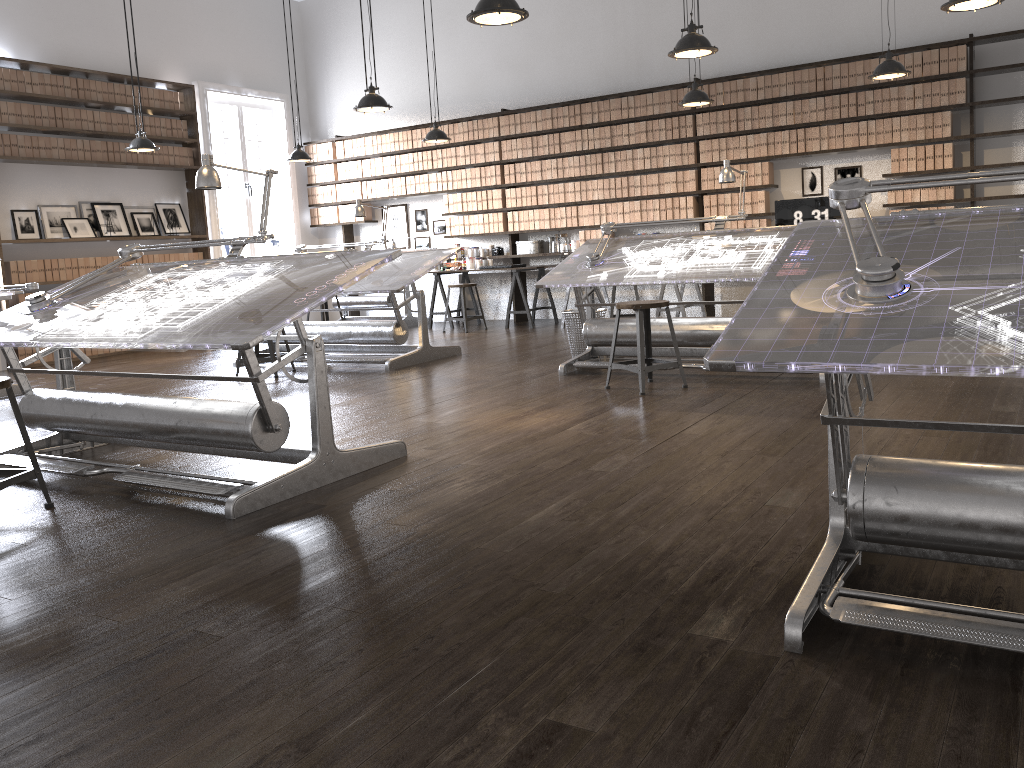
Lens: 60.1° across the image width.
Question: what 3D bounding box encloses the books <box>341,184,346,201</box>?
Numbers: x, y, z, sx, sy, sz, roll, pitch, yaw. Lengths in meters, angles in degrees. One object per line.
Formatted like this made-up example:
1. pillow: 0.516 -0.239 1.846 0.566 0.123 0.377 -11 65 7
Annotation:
1. books: -2.159 -2.514 11.635 0.067 0.224 0.175 0 8 32

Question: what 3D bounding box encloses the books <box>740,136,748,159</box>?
1. books: 2.336 -2.356 8.833 0.067 0.224 0.175 0 8 32

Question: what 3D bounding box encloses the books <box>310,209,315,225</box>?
1. books: -2.642 -2.259 11.979 0.067 0.224 0.175 0 8 32

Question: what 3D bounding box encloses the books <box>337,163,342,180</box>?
1. books: -2.202 -2.780 11.624 0.067 0.224 0.175 0 8 32

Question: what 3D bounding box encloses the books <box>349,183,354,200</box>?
1. books: -2.039 -2.511 11.562 0.067 0.224 0.175 0 8 32

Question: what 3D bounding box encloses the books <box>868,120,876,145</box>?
1. books: 3.349 -2.321 8.205 0.067 0.224 0.175 0 8 32

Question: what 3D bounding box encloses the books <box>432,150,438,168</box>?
1. books: -0.887 -2.735 10.809 0.067 0.224 0.175 0 8 32

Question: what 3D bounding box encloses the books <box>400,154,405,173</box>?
1. books: -1.313 -2.750 11.075 0.067 0.224 0.175 0 8 32

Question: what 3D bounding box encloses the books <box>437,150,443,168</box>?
1. books: -0.829 -2.732 10.767 0.067 0.224 0.175 0 8 32

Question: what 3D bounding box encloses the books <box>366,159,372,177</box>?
1. books: -1.784 -2.765 11.362 0.067 0.224 0.175 0 8 32

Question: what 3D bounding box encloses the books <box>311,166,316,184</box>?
1. books: -2.607 -2.799 11.874 0.067 0.224 0.175 0 8 32

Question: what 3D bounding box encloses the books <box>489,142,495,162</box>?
1. books: -0.191 -2.710 10.372 0.067 0.224 0.175 0 8 32

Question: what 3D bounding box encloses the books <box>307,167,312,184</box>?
1. books: -2.665 -2.802 11.914 0.067 0.224 0.175 0 8 32

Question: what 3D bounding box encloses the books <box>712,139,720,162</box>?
1. books: 2.095 -2.364 8.981 0.067 0.224 0.175 0 8 32

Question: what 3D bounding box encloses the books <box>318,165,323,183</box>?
1. books: -2.491 -2.796 11.805 0.067 0.224 0.175 0 8 32

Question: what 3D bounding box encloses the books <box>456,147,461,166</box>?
1. books: -0.593 -2.724 10.624 0.067 0.224 0.175 0 8 32

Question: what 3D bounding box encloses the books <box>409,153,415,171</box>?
1. books: -1.196 -2.744 10.994 0.067 0.224 0.175 0 8 32

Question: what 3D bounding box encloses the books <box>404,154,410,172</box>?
1. books: -1.256 -2.747 11.035 0.067 0.224 0.175 0 8 32

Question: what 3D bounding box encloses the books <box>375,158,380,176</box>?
1. books: -1.662 -2.761 11.291 0.067 0.224 0.175 0 8 32

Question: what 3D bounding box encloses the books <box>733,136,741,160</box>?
1. books: 2.278 -2.359 8.874 0.067 0.224 0.175 0 8 32

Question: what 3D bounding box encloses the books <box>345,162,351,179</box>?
1. books: -2.081 -2.775 11.545 0.067 0.224 0.175 0 8 32

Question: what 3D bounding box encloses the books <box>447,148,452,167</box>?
1. books: -0.706 -2.728 10.696 0.067 0.224 0.175 0 8 32

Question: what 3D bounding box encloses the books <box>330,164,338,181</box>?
1. books: -2.316 -2.790 11.698 0.067 0.224 0.175 0 8 32

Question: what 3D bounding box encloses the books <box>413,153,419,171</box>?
1. books: -1.135 -2.742 10.956 0.067 0.224 0.175 0 8 32

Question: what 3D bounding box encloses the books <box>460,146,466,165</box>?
1. books: -0.541 -2.722 10.589 0.067 0.224 0.175 0 8 32

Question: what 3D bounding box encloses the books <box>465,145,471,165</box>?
1. books: -0.480 -2.719 10.549 0.067 0.224 0.175 0 8 32

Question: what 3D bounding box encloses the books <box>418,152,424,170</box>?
1. books: -1.079 -2.741 10.926 0.067 0.224 0.175 0 8 32

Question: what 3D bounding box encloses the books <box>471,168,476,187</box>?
1. books: -0.409 -2.454 10.547 0.067 0.224 0.175 0 8 32

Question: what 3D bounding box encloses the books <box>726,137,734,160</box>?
1. books: 2.220 -2.361 8.912 0.067 0.224 0.175 0 8 32

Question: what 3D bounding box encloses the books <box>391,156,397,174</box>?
1. books: -1.435 -2.753 11.144 0.067 0.224 0.175 0 8 32

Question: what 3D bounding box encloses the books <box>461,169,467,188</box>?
1. books: -0.526 -2.457 10.616 0.067 0.224 0.175 0 8 32

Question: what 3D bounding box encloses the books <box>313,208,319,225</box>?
1. books: -2.581 -2.256 11.934 0.067 0.224 0.175 0 8 32

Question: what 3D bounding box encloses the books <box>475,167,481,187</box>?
1. books: -0.355 -2.451 10.508 0.067 0.224 0.175 0 8 32

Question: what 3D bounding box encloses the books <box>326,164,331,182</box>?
1. books: -2.376 -2.792 11.735 0.067 0.224 0.175 0 8 32

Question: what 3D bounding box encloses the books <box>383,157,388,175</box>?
1. books: -1.548 -2.757 11.219 0.067 0.224 0.175 0 8 32

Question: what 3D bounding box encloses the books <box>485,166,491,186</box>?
1. books: -0.235 -2.448 10.440 0.067 0.224 0.175 0 8 32

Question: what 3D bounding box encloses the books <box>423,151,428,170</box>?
1. books: -1.013 -2.739 10.888 0.067 0.224 0.175 0 8 32

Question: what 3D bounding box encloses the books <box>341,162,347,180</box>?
1. books: -2.143 -2.777 11.583 0.067 0.224 0.175 0 8 32

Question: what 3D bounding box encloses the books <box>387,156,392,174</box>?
1. books: -1.496 -2.755 11.184 0.067 0.224 0.175 0 8 32

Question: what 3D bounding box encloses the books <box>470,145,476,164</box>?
1. books: -0.418 -2.718 10.516 0.067 0.224 0.175 0 8 32

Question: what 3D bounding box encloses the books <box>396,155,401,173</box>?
1. books: -1.373 -2.751 11.110 0.067 0.224 0.175 0 8 32

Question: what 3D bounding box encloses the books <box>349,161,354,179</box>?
1. books: -2.025 -2.774 11.515 0.067 0.224 0.175 0 8 32

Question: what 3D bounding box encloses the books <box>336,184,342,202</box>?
1. books: -2.222 -2.516 11.670 0.067 0.224 0.175 0 8 32

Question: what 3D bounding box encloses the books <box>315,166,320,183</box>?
1. books: -2.545 -2.797 11.837 0.067 0.224 0.175 0 8 32

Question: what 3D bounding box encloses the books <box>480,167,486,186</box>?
1. books: -0.295 -2.450 10.477 0.067 0.224 0.175 0 8 32

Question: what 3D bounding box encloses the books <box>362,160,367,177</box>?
1. books: -1.842 -2.768 11.404 0.067 0.224 0.175 0 8 32

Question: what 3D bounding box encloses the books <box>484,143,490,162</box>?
1. books: -0.243 -2.712 10.406 0.067 0.224 0.175 0 8 32

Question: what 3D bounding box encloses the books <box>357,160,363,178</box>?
1. books: -1.909 -2.769 11.439 0.067 0.224 0.175 0 8 32

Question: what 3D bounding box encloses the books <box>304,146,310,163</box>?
1. books: -2.693 -3.075 11.886 0.067 0.224 0.175 0 8 32

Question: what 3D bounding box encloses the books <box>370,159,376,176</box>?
1. books: -1.722 -2.764 11.328 0.067 0.224 0.175 0 8 32

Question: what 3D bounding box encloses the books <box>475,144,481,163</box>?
1. books: -0.358 -2.716 10.480 0.067 0.224 0.175 0 8 32

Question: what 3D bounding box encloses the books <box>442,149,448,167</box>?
1. books: -0.767 -2.730 10.733 0.067 0.224 0.175 0 8 32

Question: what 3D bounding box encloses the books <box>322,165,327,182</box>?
1. books: -2.436 -2.793 11.766 0.067 0.224 0.175 0 8 32

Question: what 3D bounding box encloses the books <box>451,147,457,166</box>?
1. books: -0.652 -2.725 10.655 0.067 0.224 0.175 0 8 32

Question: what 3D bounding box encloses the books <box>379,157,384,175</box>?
1. books: -1.607 -2.758 11.250 0.067 0.224 0.175 0 8 32

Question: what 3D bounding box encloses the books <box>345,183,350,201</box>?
1. books: -2.097 -2.513 11.601 0.067 0.224 0.175 0 8 32

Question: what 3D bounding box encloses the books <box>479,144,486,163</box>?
1. books: -0.303 -2.713 10.438 0.067 0.224 0.175 0 8 32

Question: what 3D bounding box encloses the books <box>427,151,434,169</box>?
1. books: -0.953 -2.736 10.844 0.067 0.224 0.175 0 8 32

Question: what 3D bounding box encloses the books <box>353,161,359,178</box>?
1. books: -1.968 -2.772 11.483 0.067 0.224 0.175 0 8 32
